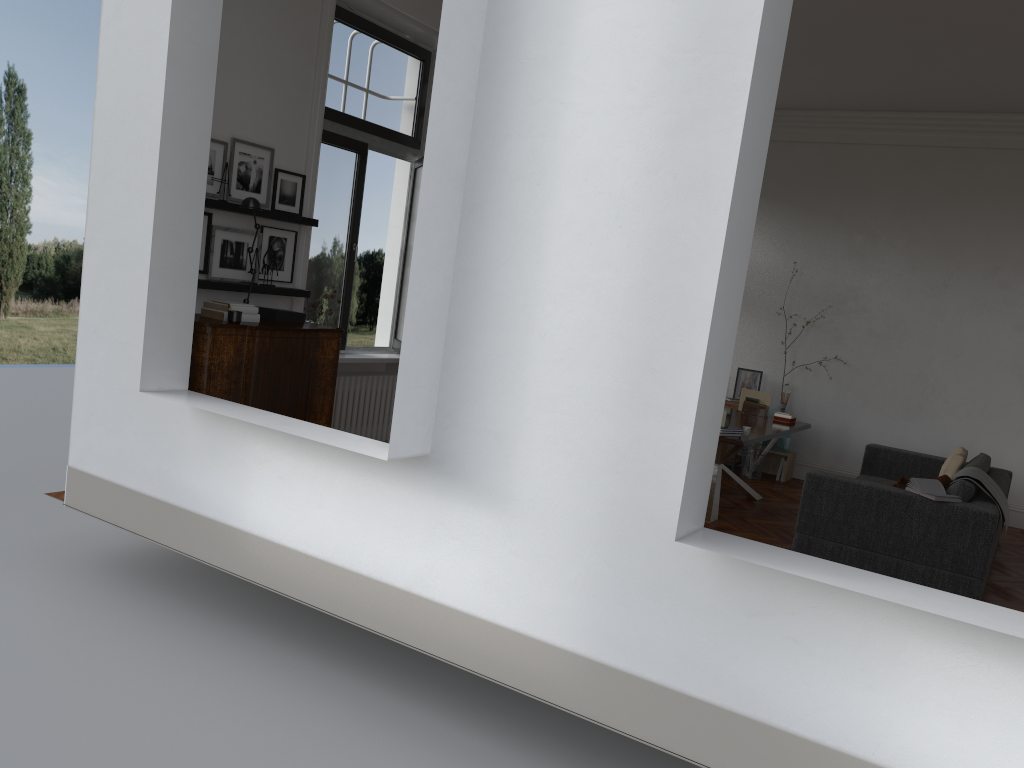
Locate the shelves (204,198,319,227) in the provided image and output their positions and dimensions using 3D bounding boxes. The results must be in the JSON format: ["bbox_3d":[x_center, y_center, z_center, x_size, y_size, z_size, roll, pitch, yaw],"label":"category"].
[{"bbox_3d":[-1.882,-1.178,5.916,0.157,0.055,1.514,12,7,31],"label":"shelves"}]

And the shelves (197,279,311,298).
[{"bbox_3d":[-1.954,-0.662,5.984,0.155,0.055,1.514,12,7,31],"label":"shelves"}]

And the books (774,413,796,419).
[{"bbox_3d":[2.629,0.300,8.526,0.163,0.028,0.207,11,7,28],"label":"books"}]

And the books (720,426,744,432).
[{"bbox_3d":[1.617,0.330,7.016,0.250,0.017,0.343,4,8,-34],"label":"books"}]

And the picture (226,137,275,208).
[{"bbox_3d":[-1.796,-1.447,6.097,0.020,0.410,0.369,12,8,30],"label":"picture"}]

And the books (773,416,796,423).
[{"bbox_3d":[2.624,0.334,8.521,0.159,0.040,0.215,12,7,32],"label":"books"}]

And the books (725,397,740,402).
[{"bbox_3d":[2.456,0.174,9.874,0.213,0.031,0.128,5,7,-22],"label":"books"}]

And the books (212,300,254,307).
[{"bbox_3d":[-1.811,-0.522,5.755,0.179,0.014,0.200,12,7,30],"label":"books"}]

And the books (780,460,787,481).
[{"bbox_3d":[2.949,0.936,9.586,0.012,0.232,0.170,12,8,30],"label":"books"}]

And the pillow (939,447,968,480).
[{"bbox_3d":[3.760,0.771,7.638,0.225,0.461,0.486,12,8,30],"label":"pillow"}]

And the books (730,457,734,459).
[{"bbox_3d":[2.309,0.794,9.752,0.196,0.014,0.267,11,7,29],"label":"books"}]

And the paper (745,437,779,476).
[{"bbox_3d":[2.693,0.721,9.413,0.330,0.611,0.047,9,8,11],"label":"paper"}]

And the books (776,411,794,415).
[{"bbox_3d":[2.628,0.279,8.539,0.128,0.008,0.159,12,7,32],"label":"books"}]

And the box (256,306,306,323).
[{"bbox_3d":[-1.631,-0.485,6.260,0.208,0.087,0.282,12,7,30],"label":"box"}]

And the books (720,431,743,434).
[{"bbox_3d":[1.615,0.347,7.018,0.250,0.017,0.343,4,8,-34],"label":"books"}]

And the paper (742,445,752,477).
[{"bbox_3d":[2.579,0.688,9.576,0.047,0.627,0.293,11,8,23],"label":"paper"}]

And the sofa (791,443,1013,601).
[{"bbox_3d":[3.275,0.978,7.227,1.259,0.831,2.643,12,7,30],"label":"sofa"}]

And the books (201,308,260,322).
[{"bbox_3d":[-1.834,-0.446,5.775,0.229,0.057,0.294,12,7,30],"label":"books"}]

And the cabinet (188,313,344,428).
[{"bbox_3d":[-1.790,0.182,5.980,0.639,1.221,1.265,12,8,30],"label":"cabinet"}]

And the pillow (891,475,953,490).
[{"bbox_3d":[2.872,0.816,6.366,0.470,0.398,0.329,5,7,-22],"label":"pillow"}]

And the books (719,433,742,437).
[{"bbox_3d":[1.597,0.366,7.021,0.264,0.027,0.346,4,8,-34],"label":"books"}]

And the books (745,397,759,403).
[{"bbox_3d":[2.357,0.212,8.732,0.128,0.158,0.040,12,8,30],"label":"books"}]

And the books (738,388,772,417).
[{"bbox_3d":[2.400,0.180,8.754,0.309,0.240,0.043,12,8,30],"label":"books"}]

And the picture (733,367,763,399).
[{"bbox_3d":[2.643,0.019,9.946,0.282,0.370,0.023,12,8,30],"label":"picture"}]

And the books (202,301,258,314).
[{"bbox_3d":[-1.831,-0.497,5.773,0.254,0.044,0.239,12,7,30],"label":"books"}]

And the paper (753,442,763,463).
[{"bbox_3d":[2.629,0.813,9.573,0.126,0.389,0.026,2,9,-37],"label":"paper"}]

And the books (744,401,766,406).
[{"bbox_3d":[2.366,0.242,8.674,0.220,0.125,0.028,12,8,30],"label":"books"}]

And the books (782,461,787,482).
[{"bbox_3d":[2.960,0.939,9.579,0.012,0.232,0.170,12,8,30],"label":"books"}]

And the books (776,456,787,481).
[{"bbox_3d":[2.928,0.919,9.606,0.054,0.258,0.187,12,8,31],"label":"books"}]

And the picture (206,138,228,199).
[{"bbox_3d":[-2.022,-1.417,5.732,0.020,0.368,0.415,12,8,30],"label":"picture"}]

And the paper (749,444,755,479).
[{"bbox_3d":[2.548,0.778,9.408,0.073,0.480,0.033,5,8,-22],"label":"paper"}]

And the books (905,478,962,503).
[{"bbox_3d":[2.871,0.716,6.029,0.225,0.096,0.278,6,7,-17],"label":"books"}]
